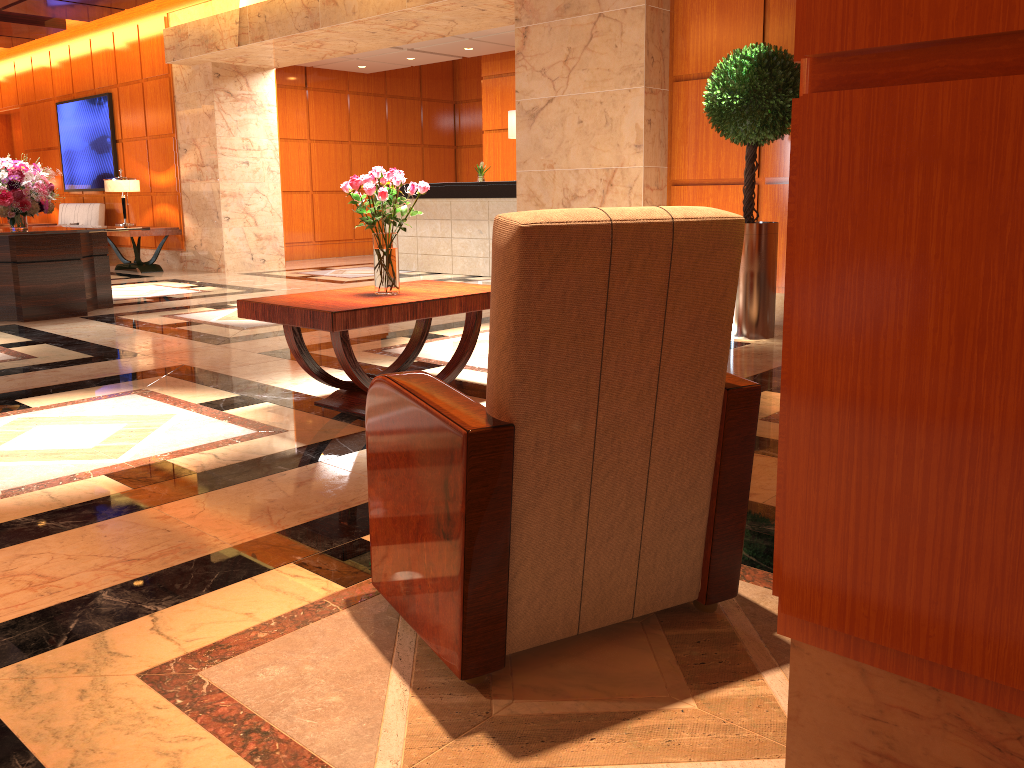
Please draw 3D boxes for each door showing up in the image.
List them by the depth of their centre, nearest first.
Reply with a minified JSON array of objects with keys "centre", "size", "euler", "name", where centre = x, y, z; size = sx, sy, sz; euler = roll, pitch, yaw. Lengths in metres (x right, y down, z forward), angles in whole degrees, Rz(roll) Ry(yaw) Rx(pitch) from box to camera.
[{"centre":[-9.277,-3.815,16.811],"size":[1.542,2.633,0.342],"euler":[9,14,42],"name":"door"}]

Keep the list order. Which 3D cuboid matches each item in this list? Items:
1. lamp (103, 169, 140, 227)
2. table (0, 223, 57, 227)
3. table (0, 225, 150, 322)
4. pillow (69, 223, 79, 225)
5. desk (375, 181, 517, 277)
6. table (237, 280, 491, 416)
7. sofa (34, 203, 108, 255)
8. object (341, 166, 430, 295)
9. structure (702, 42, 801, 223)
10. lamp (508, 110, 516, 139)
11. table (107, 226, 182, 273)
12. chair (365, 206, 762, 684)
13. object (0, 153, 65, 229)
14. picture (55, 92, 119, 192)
[{"centre":[-5.402,-2.581,12.313],"size":[0.460,0.804,0.460],"euler":[-9,13,-38],"name":"lamp"},{"centre":[-8.368,-2.444,15.203],"size":[1.274,0.602,0.728],"euler":[10,15,42],"name":"table"},{"centre":[-4.341,-1.005,7.895],"size":[1.605,0.740,1.607],"euler":[10,16,41],"name":"table"},{"centre":[-7.030,-2.449,14.141],"size":[0.358,0.251,0.161],"euler":[8,14,38],"name":"pillow"},{"centre":[-0.442,-2.013,11.411],"size":[2.935,1.133,0.945],"euler":[10,15,42],"name":"desk"},{"centre":[-0.599,-0.173,4.285],"size":[0.727,0.530,1.172],"euler":[9,15,41],"name":"table"},{"centre":[-7.062,-2.397,14.085],"size":[1.804,0.926,0.615],"euler":[10,15,42],"name":"sofa"},{"centre":[-0.594,-0.720,4.158],"size":[0.351,0.592,0.328],"euler":[-6,12,-27],"name":"object"},{"centre":[1.633,-1.435,6.023],"size":[0.722,1.701,0.726],"euler":[3,11,20],"name":"structure"},{"centre":[0.144,-2.843,10.609],"size":[0.373,0.814,0.374],"euler":[-5,11,-22],"name":"lamp"},{"centre":[-5.247,-1.883,12.394],"size":[1.274,0.602,0.728],"euler":[10,15,42],"name":"table"},{"centre":[0.111,0.075,2.043],"size":[0.739,0.954,0.632],"euler":[-7,12,-28],"name":"chair"},{"centre":[-4.364,-1.694,7.786],"size":[0.681,0.654,0.653],"euler":[7,13,33],"name":"object"},{"centre":[-6.791,-3.816,14.145],"size":[2.002,1.442,0.057],"euler":[10,14,42],"name":"picture"}]
